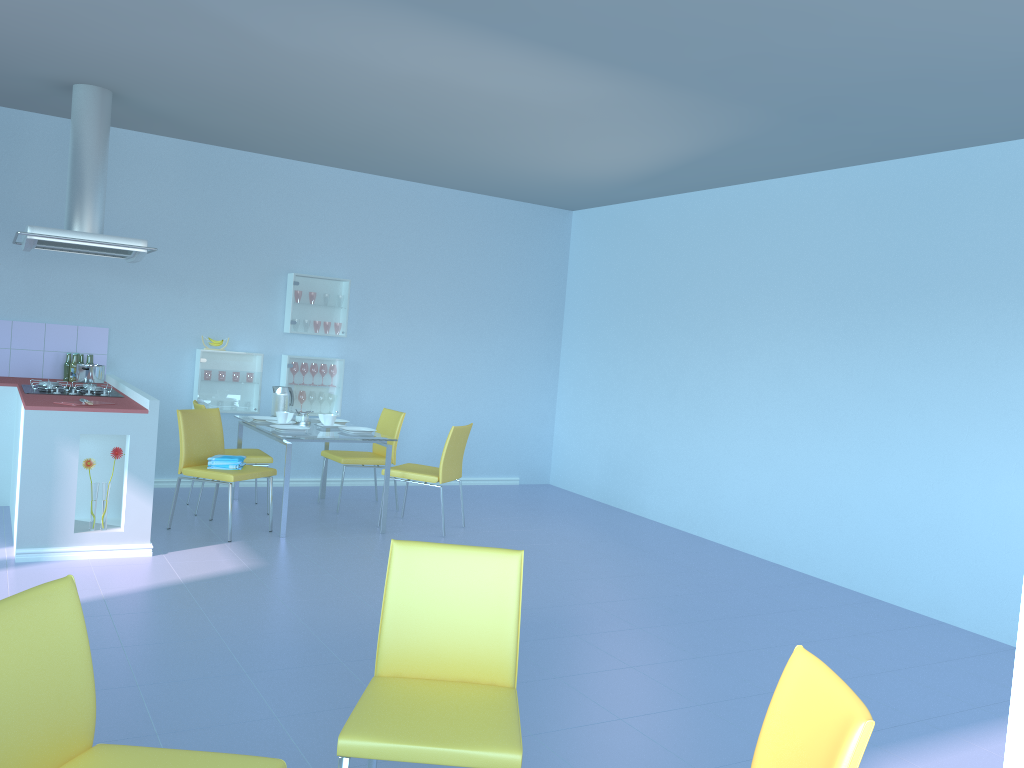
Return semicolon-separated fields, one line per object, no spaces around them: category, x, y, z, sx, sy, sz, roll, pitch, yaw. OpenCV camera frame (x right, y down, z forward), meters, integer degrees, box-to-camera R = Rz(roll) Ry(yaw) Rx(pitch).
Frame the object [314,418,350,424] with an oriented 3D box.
object;-1.258;0.262;6.190;0.228;0.020;0.228;3;3;-34

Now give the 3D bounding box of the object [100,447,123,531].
object;-2.023;0.527;4.467;0.090;0.427;0.054;5;2;1

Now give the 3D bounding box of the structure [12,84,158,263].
structure;-2.460;-1.221;5.133;0.695;0.962;0.895;3;3;-31

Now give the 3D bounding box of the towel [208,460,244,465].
towel;-1.681;0.456;5.224;0.195;0.027;0.192;4;2;-10

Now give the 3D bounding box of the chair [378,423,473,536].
chair;-0.548;0.587;5.783;0.484;0.695;0.387;5;2;17

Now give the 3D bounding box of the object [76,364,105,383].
object;-2.550;-0.063;5.368;0.170;0.106;0.157;7;3;42

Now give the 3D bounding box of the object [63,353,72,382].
object;-2.948;-0.112;5.890;0.052;0.190;0.052;6;3;24

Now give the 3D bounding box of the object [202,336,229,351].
object;-2.164;-0.296;6.468;0.203;0.100;0.077;3;3;-38

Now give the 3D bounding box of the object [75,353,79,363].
object;-2.928;-0.113;5.959;0.052;0.190;0.052;6;3;24

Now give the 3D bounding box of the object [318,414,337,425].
object;-1.220;0.244;5.899;0.111;0.083;0.091;6;3;31

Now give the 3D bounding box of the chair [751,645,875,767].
chair;0.300;0.829;1.522;0.484;0.695;0.387;5;2;0

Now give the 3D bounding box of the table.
table;-1.345;0.575;5.852;0.730;0.590;1.173;3;3;-31

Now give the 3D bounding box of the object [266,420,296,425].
object;-1.487;0.259;5.804;0.190;0.020;0.194;3;3;-40

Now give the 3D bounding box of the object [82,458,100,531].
object;-2.110;0.552;4.433;0.085;0.365;0.050;3;3;-33

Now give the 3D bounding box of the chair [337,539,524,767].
chair;-0.170;0.767;2.079;0.387;0.695;0.484;5;2;0

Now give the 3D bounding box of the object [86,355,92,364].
object;-2.822;-0.100;5.912;0.052;0.187;0.052;4;2;-12

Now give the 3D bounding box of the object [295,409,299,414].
object;-1.430;0.208;5.957;0.023;0.079;0.077;6;3;24

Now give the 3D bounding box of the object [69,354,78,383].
object;-2.892;-0.106;5.857;0.052;0.190;0.052;6;3;24

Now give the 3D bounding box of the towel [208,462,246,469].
towel;-1.680;0.471;5.227;0.195;0.024;0.201;5;2;-6

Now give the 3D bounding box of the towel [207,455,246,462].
towel;-1.682;0.439;5.226;0.195;0.033;0.190;5;2;-4

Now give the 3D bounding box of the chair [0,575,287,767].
chair;-0.698;0.746;1.563;0.484;0.699;0.387;5;2;5

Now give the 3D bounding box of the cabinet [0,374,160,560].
cabinet;-3.228;0.358;4.746;2.200;0.800;2.139;3;3;-31

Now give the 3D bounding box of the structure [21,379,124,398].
structure;-2.571;0.020;5.180;0.500;0.047;0.600;3;3;-31

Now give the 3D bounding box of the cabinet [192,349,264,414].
cabinet;-2.087;-0.016;6.527;0.450;0.450;0.173;3;3;-31

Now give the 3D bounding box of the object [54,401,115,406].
object;-2.187;0.098;4.543;0.151;0.006;0.269;6;2;21

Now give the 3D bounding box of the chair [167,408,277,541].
chair;-1.704;0.513;5.226;0.484;0.695;0.387;6;2;23

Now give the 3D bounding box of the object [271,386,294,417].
object;-1.618;0.130;6.218;0.132;0.222;0.146;5;2;12

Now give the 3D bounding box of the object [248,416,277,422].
object;-1.652;0.238;5.964;0.228;0.020;0.228;3;3;-29

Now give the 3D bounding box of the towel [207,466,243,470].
towel;-1.684;0.485;5.223;0.195;0.024;0.201;4;2;-11

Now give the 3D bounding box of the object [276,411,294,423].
object;-1.494;0.226;5.792;0.111;0.083;0.091;7;3;41

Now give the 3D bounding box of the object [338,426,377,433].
object;-1.006;0.300;5.763;0.228;0.020;0.228;3;3;-34

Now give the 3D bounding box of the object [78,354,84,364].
object;-2.881;-0.106;5.922;0.052;0.187;0.052;4;2;-12

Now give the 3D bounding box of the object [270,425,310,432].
object;-1.385;0.278;5.527;0.228;0.020;0.228;3;3;-34

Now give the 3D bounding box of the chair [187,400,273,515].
chair;-1.860;0.475;5.837;0.484;0.695;0.387;4;3;-28

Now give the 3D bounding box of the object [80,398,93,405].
object;-2.213;0.088;4.592;0.041;0.009;0.375;3;3;-34

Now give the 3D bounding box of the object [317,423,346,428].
object;-1.230;0.277;5.888;0.194;0.020;0.190;7;3;40

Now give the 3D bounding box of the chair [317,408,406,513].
chair;-1.055;0.524;6.287;0.484;0.695;0.387;3;3;-33

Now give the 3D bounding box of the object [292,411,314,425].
object;-1.401;0.227;6.000;0.166;0.081;0.123;3;3;-39

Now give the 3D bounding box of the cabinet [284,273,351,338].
cabinet;-1.494;-0.601;6.825;0.450;0.450;0.173;3;3;-31

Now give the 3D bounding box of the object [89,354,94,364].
object;-2.843;-0.105;5.978;0.052;0.187;0.052;4;2;-12

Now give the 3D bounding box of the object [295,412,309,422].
object;-1.418;0.226;5.986;0.090;0.071;0.087;6;3;24

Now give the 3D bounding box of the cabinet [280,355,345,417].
cabinet;-1.545;0.016;6.849;0.450;0.450;0.173;3;3;-31
